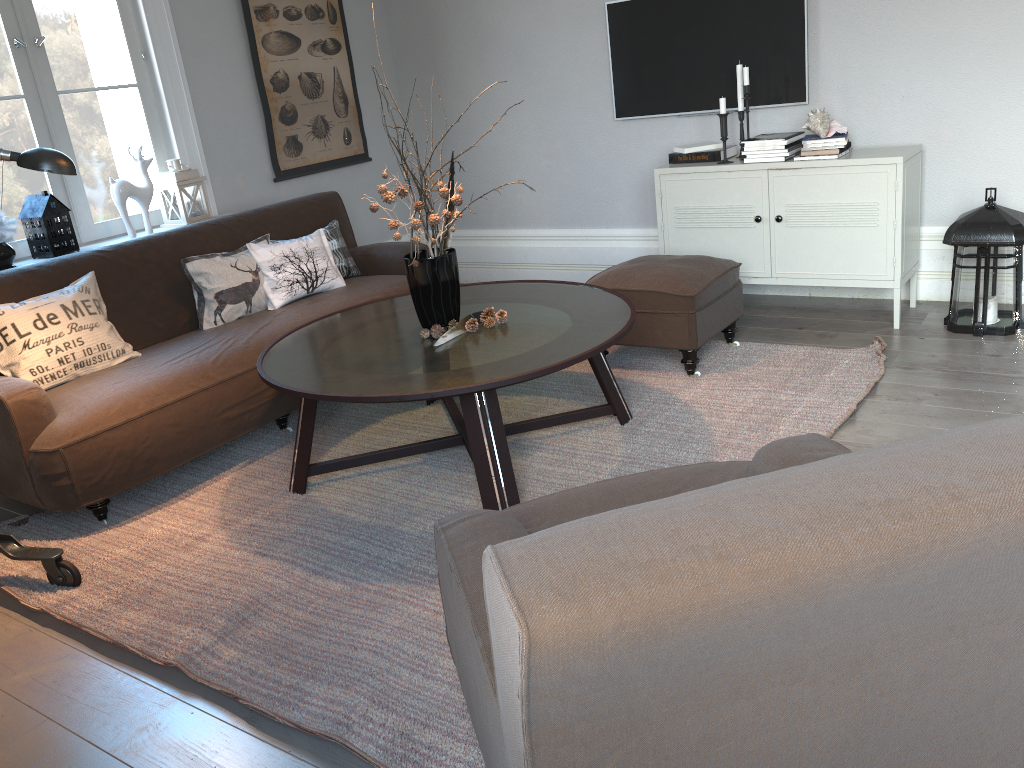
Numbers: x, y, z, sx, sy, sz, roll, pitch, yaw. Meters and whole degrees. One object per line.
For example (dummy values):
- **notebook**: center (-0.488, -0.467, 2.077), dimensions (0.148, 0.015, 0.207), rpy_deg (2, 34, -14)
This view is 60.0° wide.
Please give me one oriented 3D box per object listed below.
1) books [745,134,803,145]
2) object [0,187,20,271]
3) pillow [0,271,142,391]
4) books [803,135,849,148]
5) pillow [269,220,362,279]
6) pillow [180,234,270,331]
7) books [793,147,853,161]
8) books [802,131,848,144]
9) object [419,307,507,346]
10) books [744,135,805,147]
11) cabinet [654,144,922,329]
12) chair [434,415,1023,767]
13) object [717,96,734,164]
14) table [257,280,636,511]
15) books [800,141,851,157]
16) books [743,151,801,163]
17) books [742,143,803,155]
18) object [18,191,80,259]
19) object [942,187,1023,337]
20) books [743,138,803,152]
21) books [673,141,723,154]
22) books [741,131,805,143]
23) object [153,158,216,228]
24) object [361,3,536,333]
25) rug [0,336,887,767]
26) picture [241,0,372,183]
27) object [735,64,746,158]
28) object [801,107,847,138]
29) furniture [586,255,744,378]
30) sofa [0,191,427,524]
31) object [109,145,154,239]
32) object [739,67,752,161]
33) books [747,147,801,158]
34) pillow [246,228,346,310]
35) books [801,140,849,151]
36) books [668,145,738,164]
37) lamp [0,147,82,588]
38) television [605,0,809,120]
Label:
- **books**: center (1.226, -1.145, 4.147), dimensions (0.196, 0.010, 0.260), rpy_deg (6, 23, 33)
- **object**: center (-2.209, -0.679, 3.687), dimensions (0.263, 0.423, 0.248), rpy_deg (-13, 20, -16)
- **pillow**: center (-1.700, -0.177, 3.309), dimensions (0.240, 0.368, 0.520), rpy_deg (6, 24, 35)
- **books**: center (1.425, -1.101, 4.022), dimensions (0.184, 0.017, 0.236), rpy_deg (1, 21, 23)
- **pillow**: center (-0.964, -0.608, 4.293), dimensions (0.183, 0.288, 0.543), rpy_deg (7, 24, 36)
- **pillow**: center (-1.212, -0.439, 3.899), dimensions (0.159, 0.347, 0.473), rpy_deg (5, 23, 32)
- **books**: center (1.421, -1.050, 4.049), dimensions (0.196, 0.014, 0.244), rpy_deg (7, 24, 35)
- **books**: center (1.419, -1.116, 4.019), dimensions (0.184, 0.014, 0.236), rpy_deg (1, 21, 23)
- **object**: center (-0.144, -0.215, 3.027), dimensions (0.404, 0.067, 0.153), rpy_deg (-21, 23, -33)
- **books**: center (1.231, -1.137, 4.153), dimensions (0.196, 0.010, 0.265), rpy_deg (7, 24, 35)
- **cabinet**: center (1.311, -0.712, 4.290), dimensions (1.152, 0.755, 0.409), rpy_deg (6, 24, 35)
- **chair**: center (0.313, 0.379, 1.539), dimensions (0.807, 0.794, 0.971), rpy_deg (-12, 20, -11)
- **object**: center (1.004, -1.202, 4.200), dimensions (0.083, 0.310, 0.083), rpy_deg (-3, 20, 14)
- **table**: center (-0.193, 0.040, 3.157), dimensions (1.300, 0.502, 1.302), rpy_deg (3, 22, 28)
- **books**: center (1.434, -1.074, 4.050), dimensions (0.175, 0.027, 0.238), rpy_deg (5, 23, 32)
- **books**: center (1.238, -1.077, 4.181), dimensions (0.200, 0.022, 0.271), rpy_deg (8, 24, 36)
- **books**: center (1.232, -1.110, 4.170), dimensions (0.222, 0.016, 0.271), rpy_deg (7, 24, 35)
- **object**: center (-2.053, -0.707, 3.919), dimensions (0.155, 0.284, 0.155), rpy_deg (2, 21, 25)
- **object**: center (2.018, -0.534, 3.762), dimensions (0.323, 0.598, 0.324), rpy_deg (6, 24, 35)
- **books**: center (1.227, -1.123, 4.156), dimensions (0.200, 0.019, 0.251), rpy_deg (8, 24, 36)
- **books**: center (0.932, -1.189, 4.457), dimensions (0.199, 0.024, 0.161), rpy_deg (-10, 20, -8)
- **books**: center (1.221, -1.155, 4.150), dimensions (0.212, 0.008, 0.264), rpy_deg (7, 24, 36)
- **object**: center (-1.650, -0.959, 4.420), dimensions (0.193, 0.321, 0.193), rpy_deg (4, 22, 29)
- **object**: center (-0.178, -0.720, 2.944), dimensions (0.525, 1.064, 0.855), rpy_deg (-5, 19, 7)
- **rug**: center (-0.182, 0.208, 3.263), dimensions (2.401, 0.090, 2.823), rpy_deg (7, 24, 35)
- **picture**: center (-1.191, -1.878, 5.056), dimensions (0.057, 1.310, 0.794), rpy_deg (6, 24, 35)
- **object**: center (1.110, -1.329, 4.298), dimensions (0.066, 0.456, 0.066), rpy_deg (-6, 19, 4)
- **object**: center (1.407, -1.184, 4.005), dimensions (0.192, 0.127, 0.194), rpy_deg (3, 22, 28)
- **furniture**: center (0.668, -0.320, 3.892), dimensions (0.574, 0.439, 0.584), rpy_deg (7, 24, 35)
- **sofa**: center (-1.216, -0.239, 3.806), dimensions (0.969, 0.823, 2.168), rpy_deg (6, 24, 35)
- **object**: center (-1.758, -0.903, 4.172), dimensions (0.128, 0.409, 0.240), rpy_deg (5, 23, 31)
- **object**: center (1.116, -1.284, 4.202), dimensions (0.092, 0.430, 0.092), rpy_deg (-9, 19, -3)
- **books**: center (1.237, -1.091, 4.164), dimensions (0.200, 0.016, 0.254), rpy_deg (6, 23, 33)
- **pillow**: center (-0.987, -0.541, 4.074), dimensions (0.188, 0.308, 0.471), rpy_deg (7, 24, 35)
- **books**: center (1.425, -1.089, 4.033), dimensions (0.184, 0.014, 0.236), rpy_deg (2, 21, 25)
- **books**: center (0.961, -1.155, 4.459), dimensions (0.276, 0.049, 0.218), rpy_deg (7, 24, 35)
- **lamp**: center (-2.133, -0.106, 2.570), dimensions (1.864, 1.641, 0.798), rpy_deg (-13, 20, -15)
- **television**: center (0.974, -1.715, 4.519), dimensions (1.063, 0.656, 0.041), rpy_deg (6, 24, 35)
